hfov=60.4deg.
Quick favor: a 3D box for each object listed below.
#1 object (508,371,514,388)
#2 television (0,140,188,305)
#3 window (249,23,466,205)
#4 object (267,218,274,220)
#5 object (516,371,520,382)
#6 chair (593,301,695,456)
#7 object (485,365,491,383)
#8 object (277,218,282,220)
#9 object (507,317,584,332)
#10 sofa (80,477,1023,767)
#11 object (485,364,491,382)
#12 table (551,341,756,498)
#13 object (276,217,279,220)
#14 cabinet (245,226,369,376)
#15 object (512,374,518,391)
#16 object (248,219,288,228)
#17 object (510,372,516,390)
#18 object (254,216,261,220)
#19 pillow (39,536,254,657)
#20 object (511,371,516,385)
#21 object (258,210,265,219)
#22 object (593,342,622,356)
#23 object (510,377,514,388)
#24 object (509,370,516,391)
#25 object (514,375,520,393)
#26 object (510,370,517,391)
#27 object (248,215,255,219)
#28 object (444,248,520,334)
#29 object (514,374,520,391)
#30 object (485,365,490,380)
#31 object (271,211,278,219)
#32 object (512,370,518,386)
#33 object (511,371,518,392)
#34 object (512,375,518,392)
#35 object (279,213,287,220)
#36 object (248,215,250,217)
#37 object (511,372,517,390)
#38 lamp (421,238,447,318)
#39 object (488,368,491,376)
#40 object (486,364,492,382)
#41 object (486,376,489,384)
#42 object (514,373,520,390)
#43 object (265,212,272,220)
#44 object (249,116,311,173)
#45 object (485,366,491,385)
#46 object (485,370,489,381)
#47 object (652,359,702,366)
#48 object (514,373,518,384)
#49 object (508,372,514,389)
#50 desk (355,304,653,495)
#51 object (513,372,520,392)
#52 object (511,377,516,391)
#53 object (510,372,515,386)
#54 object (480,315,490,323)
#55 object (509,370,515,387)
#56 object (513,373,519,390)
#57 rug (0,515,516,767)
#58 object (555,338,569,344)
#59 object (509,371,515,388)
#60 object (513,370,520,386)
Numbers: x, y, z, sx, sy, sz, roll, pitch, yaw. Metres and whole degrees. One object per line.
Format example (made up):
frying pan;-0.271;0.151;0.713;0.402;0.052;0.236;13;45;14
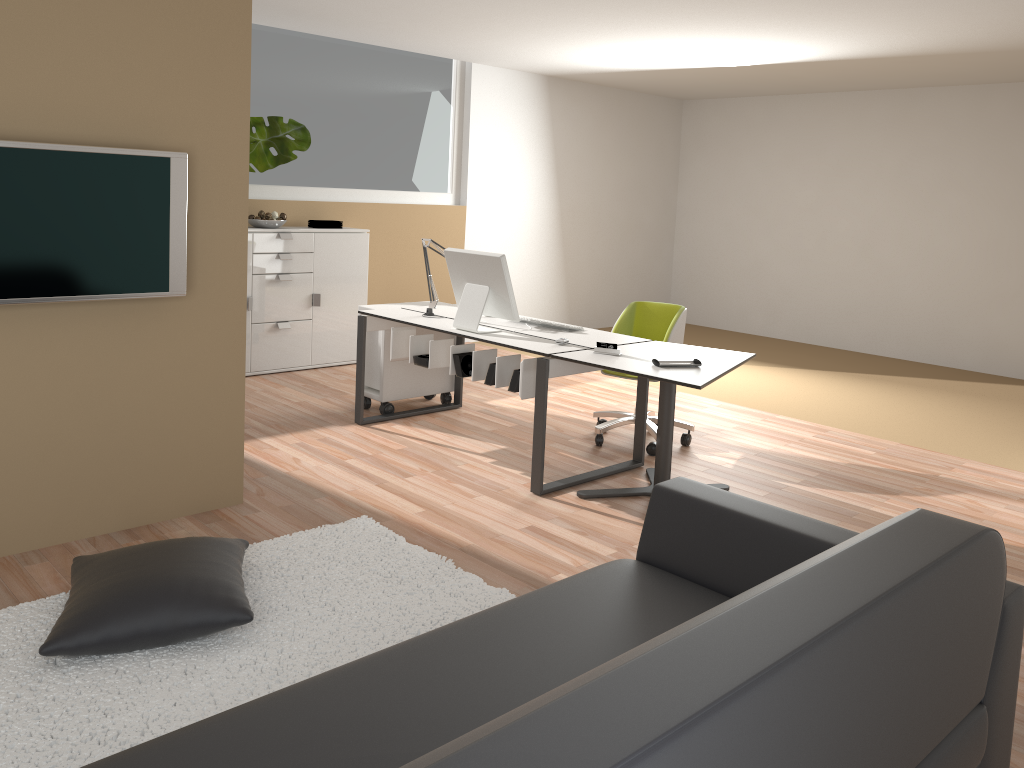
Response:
object;0.042;-0.026;4.391;0.134;0.112;0.041;-6;11;-43
television;-1.745;-0.573;3.138;1.181;0.571;0.055;-8;11;-43
window;-1.778;-2.363;7.029;3.655;1.773;0.045;-8;11;-43
object;-1.803;-1.212;6.585;0.056;0.064;0.052;-2;9;-31
object;0.070;-0.018;4.361;0.134;0.112;0.040;-6;11;-43
chair;0.786;-0.059;5.245;0.624;0.799;0.605;6;8;21
object;-0.074;-0.057;4.512;0.134;0.112;0.041;-6;11;-43
object;-1.766;-1.232;6.682;0.057;0.063;0.054;6;9;23
object;0.106;-0.311;4.944;0.461;0.078;0.390;13;16;40
sofa;-0.025;0.695;1.489;2.271;0.823;0.962;-8;14;-43
object;-0.075;-0.058;4.514;0.134;0.112;0.041;-6;11;-43
table;0.780;0.216;4.223;0.819;0.678;0.932;11;13;43
object;-1.795;-1.249;6.736;0.057;0.065;0.053;8;9;31
cabinet;-1.840;-0.655;6.748;1.531;1.069;0.421;-7;11;-43
object;0.064;-0.020;4.368;0.134;0.112;0.041;-6;11;-43
object;-1.860;-1.215;6.661;0.314;0.063;0.319;5;12;11
object;0.053;-0.023;4.379;0.134;0.112;0.041;-6;11;-43
object;-1.901;-1.222;6.567;0.055;0.060;0.057;3;9;0
pillow;-1.144;0.663;2.838;0.581;0.207;0.620;-1;12;-18
object;0.051;-0.023;4.381;0.134;0.112;0.041;-6;11;-43
object;-1.905;-1.287;6.696;0.053;0.070;0.053;-3;10;-37
object;0.461;-0.173;4.225;0.131;0.055;0.049;7;9;21
object;0.051;-0.024;4.381;0.134;0.112;0.040;-6;11;-43
object;0.050;-0.024;4.382;0.134;0.112;0.041;-6;11;-43
object;0.075;-0.017;4.356;0.134;0.112;0.041;-6;11;-43
object;0.054;-0.022;4.377;0.134;0.112;0.041;-6;11;-43
object;-1.948;-1.236;6.591;0.053;0.064;0.056;6;9;25
object;-0.173;-0.504;4.741;0.198;0.425;0.471;-4;11;-43
object;0.073;-0.017;4.358;0.134;0.112;0.041;-6;11;-43
object;-0.078;-0.059;4.517;0.134;0.112;0.041;-6;11;-43
object;-1.801;-1.276;6.670;0.056;0.066;0.052;0;9;-20
object;0.057;-0.022;4.374;0.134;0.112;0.040;-6;11;-43
object;0.061;-0.021;4.371;0.134;0.112;0.041;-6;11;-43
object;0.065;-0.019;4.366;0.134;0.112;0.041;-6;11;-43
object;-1.749;-1.274;6.719;0.053;0.067;0.053;-3;10;-35
object;-1.966;-1.247;6.643;0.056;0.063;0.055;3;8;5
object;0.058;-0.022;4.374;0.134;0.112;0.041;-6;11;-43
lamp;-0.293;-0.572;5.148;0.540;0.522;0.141;4;6;11
object;-0.069;-0.056;4.507;0.134;0.112;0.040;-6;11;-43
object;-0.070;-0.057;4.509;0.134;0.112;0.041;-6;11;-43
object;-0.067;-0.056;4.506;0.134;0.112;0.040;-6;11;-43
object;0.072;-0.018;4.359;0.134;0.112;0.041;-6;11;-43
object;-1.831;-1.259;6.616;0.055;0.063;0.054;8;10;31
object;-1.920;-1.591;6.570;0.267;0.834;0.863;8;10;43
object;-0.072;-0.057;4.510;0.134;0.112;0.041;-6;11;-43
object;-0.077;-0.058;4.515;0.134;0.112;0.041;-6;11;-43
object;0.748;-0.097;3.996;0.215;0.030;0.091;0;12;-14
object;0.064;-0.020;4.368;0.134;0.112;0.040;-6;11;-43
object;0.043;-0.025;4.389;0.134;0.112;0.041;-6;11;-43
desk;-0.106;0.000;5.030;0.808;0.677;1.620;-6;14;-43
object;0.070;-0.018;4.361;0.134;0.112;0.041;-6;11;-43
object;0.059;-0.021;4.373;0.134;0.112;0.041;-6;11;-43
object;0.048;-0.024;4.384;0.134;0.112;0.041;-6;11;-43
object;-0.155;-0.379;5.198;0.141;0.078;0.375;7;13;24
object;0.045;-0.025;4.387;0.134;0.112;0.041;-6;11;-43
object;0.067;-0.019;4.364;0.134;0.112;0.041;-6;11;-43
rug;-0.865;0.826;2.605;2.036;0.045;1.467;-9;17;-43
object;0.253;-0.216;4.436;0.047;0.021;0.085;8;13;25
object;0.047;-0.025;4.386;0.134;0.112;0.041;-6;11;-43
object;0.062;-0.021;4.369;0.134;0.112;0.040;-6;11;-43
